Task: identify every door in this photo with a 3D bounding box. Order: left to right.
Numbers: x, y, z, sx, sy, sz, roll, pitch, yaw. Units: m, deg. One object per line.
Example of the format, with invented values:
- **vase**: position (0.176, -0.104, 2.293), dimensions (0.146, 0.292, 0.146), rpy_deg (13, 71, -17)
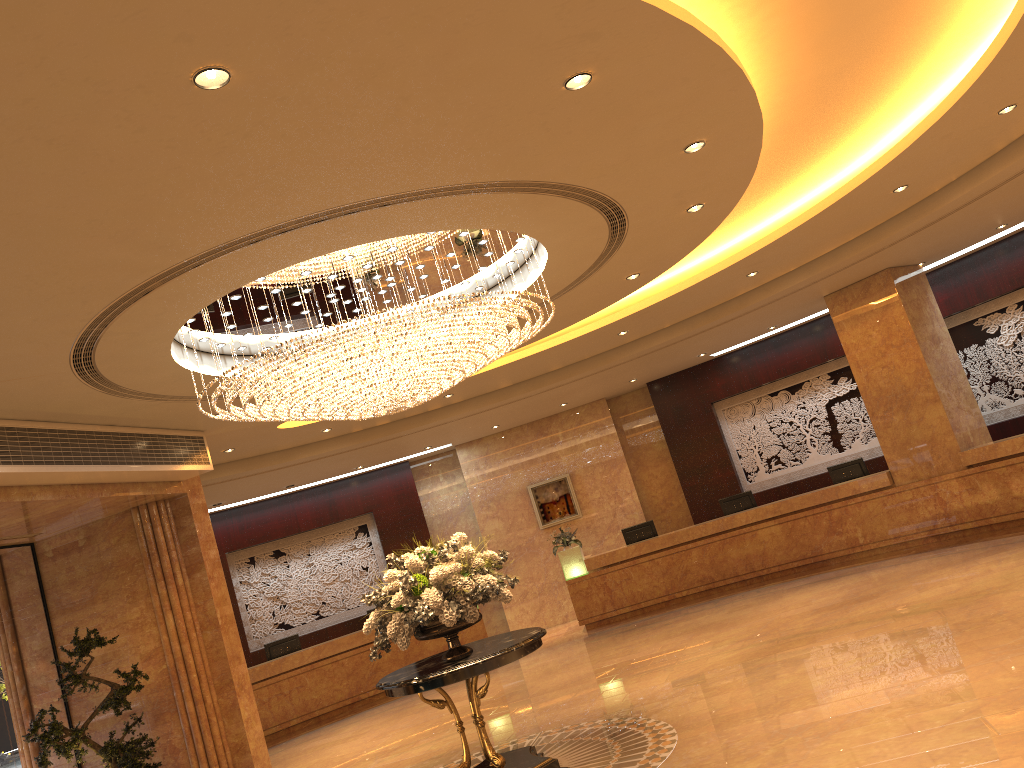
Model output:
- **door**: position (-5.613, 3.809, 8.692), dimensions (0.195, 2.758, 1.880), rpy_deg (-20, -10, 12)

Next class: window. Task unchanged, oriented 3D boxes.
- **window**: position (-5.724, 3.454, 8.752), dimensions (0.047, 3.571, 3.515), rpy_deg (-20, -10, 12)

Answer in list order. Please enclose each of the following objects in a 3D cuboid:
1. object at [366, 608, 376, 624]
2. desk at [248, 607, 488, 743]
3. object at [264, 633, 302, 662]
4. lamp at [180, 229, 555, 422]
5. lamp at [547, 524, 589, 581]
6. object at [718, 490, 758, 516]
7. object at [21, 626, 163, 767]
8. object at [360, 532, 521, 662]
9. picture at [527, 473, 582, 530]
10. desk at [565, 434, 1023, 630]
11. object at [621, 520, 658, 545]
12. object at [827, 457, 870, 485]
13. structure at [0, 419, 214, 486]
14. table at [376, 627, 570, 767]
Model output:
- **object**: position (-2.367, 4.192, 15.595), dimensions (0.918, 0.500, 0.397), rpy_deg (-17, -9, -5)
- **desk**: position (-2.782, 4.880, 15.090), dimensions (5.227, 1.155, 1.570), rpy_deg (-13, -10, -23)
- **object**: position (-3.841, 4.548, 14.965), dimensions (0.531, 0.500, 0.430), rpy_deg (-18, -9, 5)
- **lamp**: position (-1.189, -0.323, 7.915), dimensions (3.204, 1.196, 3.206), rpy_deg (-10, -12, -40)
- **lamp**: position (1.016, 2.951, 15.667), dimensions (0.577, 0.925, 0.542), rpy_deg (-20, -10, 14)
- **object**: position (3.908, 2.141, 15.219), dimensions (0.430, 0.500, 0.531), rpy_deg (-13, -10, -27)
- **object**: position (-4.357, 3.740, 9.346), dimensions (1.250, 2.363, 0.843), rpy_deg (-16, -9, -7)
- **object**: position (-0.587, 1.818, 7.594), dimensions (1.318, 0.999, 1.277), rpy_deg (-8, -14, -46)
- **picture**: position (0.845, 2.338, 17.662), dimensions (0.875, 0.890, 0.068), rpy_deg (-18, -9, 4)
- **desk**: position (5.765, 1.729, 12.395), dimensions (3.466, 1.155, 12.951), rpy_deg (-9, -13, -42)
- **object**: position (2.305, 2.746, 15.807), dimensions (0.430, 0.500, 0.531), rpy_deg (-10, -12, -40)
- **object**: position (5.432, 1.494, 14.245), dimensions (0.430, 0.500, 0.531), rpy_deg (-15, -10, -15)
- **structure**: position (-4.327, 0.684, 8.625), dimensions (0.425, 0.483, 4.113), rpy_deg (-20, -10, 12)
- **table**: position (-0.269, 2.791, 7.390), dimensions (1.493, 1.089, 1.493), rpy_deg (-18, -9, 6)
